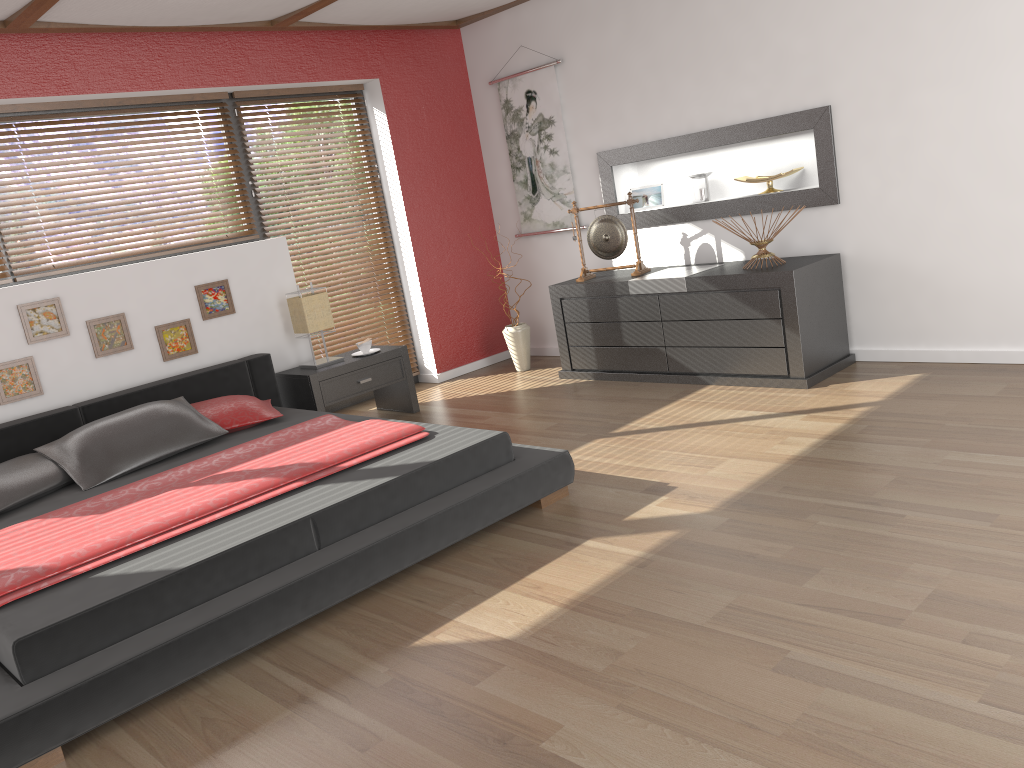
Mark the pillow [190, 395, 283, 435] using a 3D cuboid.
[{"bbox_3d":[-1.562,0.183,4.499,0.745,0.172,0.418,-15,13,-22],"label":"pillow"}]

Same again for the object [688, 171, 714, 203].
[{"bbox_3d":[1.170,-1.206,5.451,0.159,0.171,0.159,-9,12,7],"label":"object"}]

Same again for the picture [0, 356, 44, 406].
[{"bbox_3d":[-2.447,-0.017,4.381,0.200,0.200,0.010,-21,16,-41],"label":"picture"}]

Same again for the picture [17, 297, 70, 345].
[{"bbox_3d":[-2.352,-0.319,4.456,0.200,0.200,0.010,-21,16,-41],"label":"picture"}]

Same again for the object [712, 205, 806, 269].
[{"bbox_3d":[1.333,-0.773,4.742,0.481,0.282,0.481,-7,12,14],"label":"object"}]

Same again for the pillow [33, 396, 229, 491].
[{"bbox_3d":[-1.758,0.245,4.126,0.386,0.241,0.744,1,16,42],"label":"pillow"}]

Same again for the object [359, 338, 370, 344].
[{"bbox_3d":[-0.905,-0.260,5.414,0.007,0.007,0.192,-8,12,12],"label":"object"}]

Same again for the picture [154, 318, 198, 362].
[{"bbox_3d":[-1.860,-0.244,4.921,0.200,0.200,0.010,-21,16,-41],"label":"picture"}]

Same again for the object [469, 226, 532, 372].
[{"bbox_3d":[-0.051,-0.582,6.104,0.364,1.035,0.422,-5,13,23],"label":"object"}]

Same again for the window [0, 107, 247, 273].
[{"bbox_3d":[-2.709,-0.947,4.576,2.817,0.786,0.020,-21,16,-41],"label":"window"}]

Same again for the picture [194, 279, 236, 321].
[{"bbox_3d":[-1.694,-0.481,5.066,0.200,0.200,0.010,-21,16,-41],"label":"picture"}]

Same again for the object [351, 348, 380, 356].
[{"bbox_3d":[-0.892,-0.191,5.422,0.179,0.012,0.179,-14,13,-16],"label":"object"}]

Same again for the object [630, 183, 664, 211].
[{"bbox_3d":[0.871,-1.204,5.725,0.226,0.146,0.041,-4,14,27],"label":"object"}]

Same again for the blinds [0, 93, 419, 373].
[{"bbox_3d":[-2.565,-0.386,4.644,4.840,1.952,0.032,-21,16,-41],"label":"blinds"}]

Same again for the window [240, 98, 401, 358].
[{"bbox_3d":[-1.236,-0.948,5.961,0.889,1.893,0.020,-21,16,-41],"label":"window"}]

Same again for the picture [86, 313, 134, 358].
[{"bbox_3d":[-2.119,-0.257,4.678,0.200,0.200,0.010,-21,16,-41],"label":"picture"}]

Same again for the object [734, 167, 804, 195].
[{"bbox_3d":[1.484,-1.158,5.105,0.350,0.116,0.181,-1,15,37],"label":"object"}]

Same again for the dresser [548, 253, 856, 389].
[{"bbox_3d":[1.041,-0.369,5.242,0.540,0.608,1.740,-21,16,-41],"label":"dresser"}]

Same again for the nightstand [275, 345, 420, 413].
[{"bbox_3d":[-0.991,0.054,5.416,0.700,0.423,0.413,-21,16,-41],"label":"nightstand"}]

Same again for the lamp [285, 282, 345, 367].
[{"bbox_3d":[-1.182,-0.360,5.271,0.200,0.480,0.200,-21,16,-41],"label":"lamp"}]

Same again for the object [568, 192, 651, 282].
[{"bbox_3d":[0.588,-0.909,5.475,0.490,0.498,0.173,-2,14,32],"label":"object"}]

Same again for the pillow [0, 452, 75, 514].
[{"bbox_3d":[-2.171,0.430,3.865,0.418,0.172,0.745,-5,13,23],"label":"pillow"}]

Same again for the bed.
[{"bbox_3d":[-1.475,0.454,3.607,2.469,0.577,2.413,-21,16,-41],"label":"bed"}]

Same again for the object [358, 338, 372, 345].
[{"bbox_3d":[-0.896,-0.257,5.392,0.007,0.007,0.192,-6,13,17],"label":"object"}]

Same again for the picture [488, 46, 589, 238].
[{"bbox_3d":[0.162,-1.669,6.109,0.028,1.270,0.701,-21,16,-41],"label":"picture"}]

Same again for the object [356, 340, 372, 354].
[{"bbox_3d":[-0.898,-0.222,5.415,0.099,0.069,0.099,-14,13,-16],"label":"object"}]
